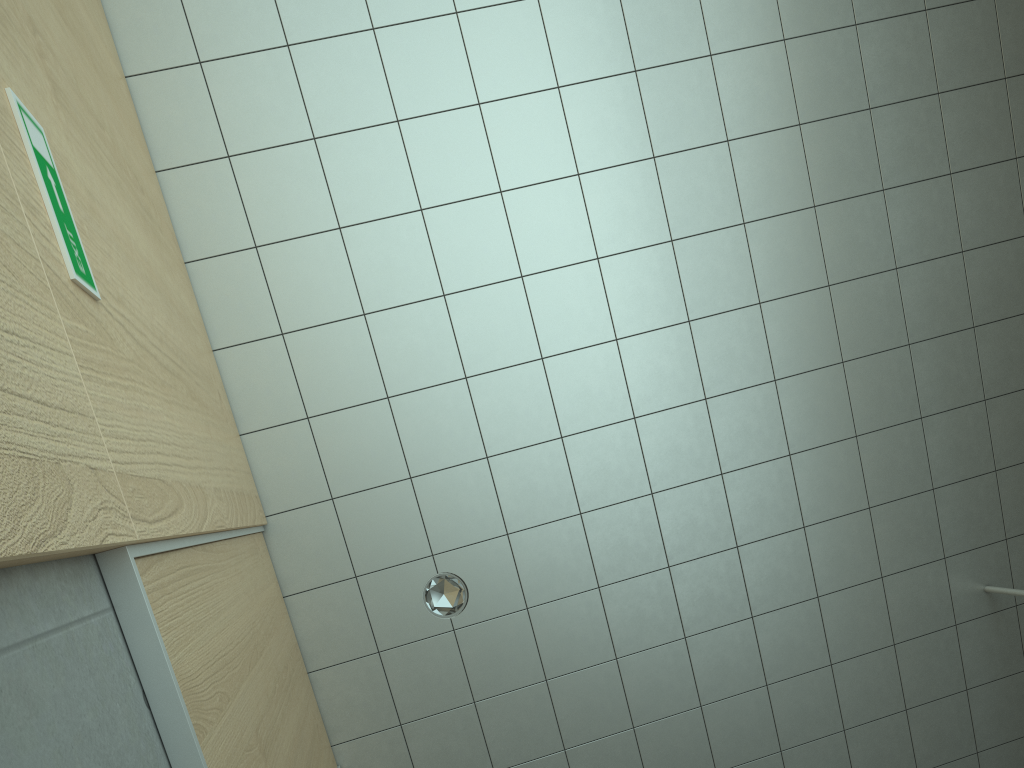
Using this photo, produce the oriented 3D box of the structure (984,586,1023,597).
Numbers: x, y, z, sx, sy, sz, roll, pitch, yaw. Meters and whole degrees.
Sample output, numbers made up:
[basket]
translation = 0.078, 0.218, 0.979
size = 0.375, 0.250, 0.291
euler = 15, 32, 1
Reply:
[structure]
translation = 3.305, 0.055, 2.210
size = 1.861, 4.142, 13.172
euler = -16, 99, -11
